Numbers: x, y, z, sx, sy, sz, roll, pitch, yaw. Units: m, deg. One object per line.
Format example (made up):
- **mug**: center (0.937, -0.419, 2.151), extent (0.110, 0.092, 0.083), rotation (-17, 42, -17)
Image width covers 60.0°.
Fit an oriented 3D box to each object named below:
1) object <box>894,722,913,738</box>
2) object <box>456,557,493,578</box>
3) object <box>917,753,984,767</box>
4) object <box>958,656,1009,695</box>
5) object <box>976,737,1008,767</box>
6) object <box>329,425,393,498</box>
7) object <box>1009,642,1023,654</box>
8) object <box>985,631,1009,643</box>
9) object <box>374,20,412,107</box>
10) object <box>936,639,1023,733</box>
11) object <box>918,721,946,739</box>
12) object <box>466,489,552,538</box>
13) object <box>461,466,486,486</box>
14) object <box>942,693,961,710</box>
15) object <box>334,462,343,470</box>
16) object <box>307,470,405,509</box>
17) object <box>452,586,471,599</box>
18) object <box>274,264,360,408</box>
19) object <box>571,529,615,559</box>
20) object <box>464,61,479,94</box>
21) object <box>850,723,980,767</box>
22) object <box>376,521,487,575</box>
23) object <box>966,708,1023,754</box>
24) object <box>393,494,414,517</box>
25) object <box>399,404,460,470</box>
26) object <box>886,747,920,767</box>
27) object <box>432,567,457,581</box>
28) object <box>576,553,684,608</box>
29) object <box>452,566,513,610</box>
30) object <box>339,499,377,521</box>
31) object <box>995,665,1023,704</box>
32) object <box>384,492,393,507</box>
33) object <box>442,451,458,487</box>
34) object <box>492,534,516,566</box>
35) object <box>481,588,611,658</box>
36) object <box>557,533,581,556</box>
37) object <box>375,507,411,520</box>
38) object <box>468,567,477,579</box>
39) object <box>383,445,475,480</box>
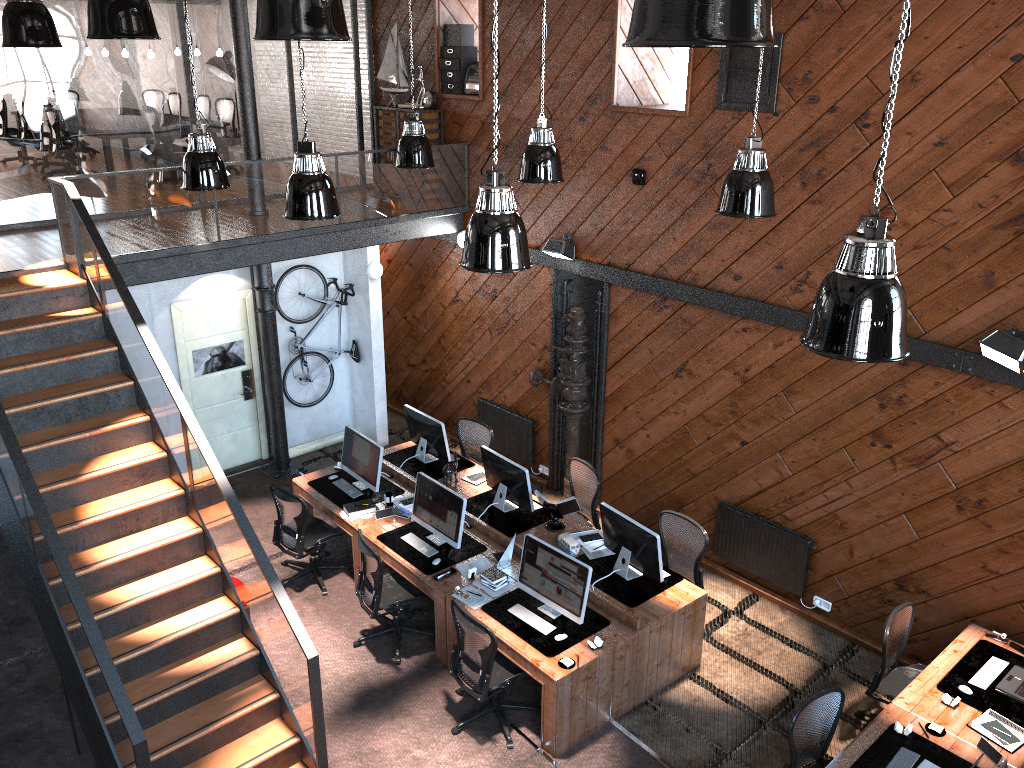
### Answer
- **object**: center (2.619, 2.307, 5.940), extent (0.106, 0.063, 0.082), rotation (12, 24, 28)
- **object**: center (-0.322, 1.613, 7.795), extent (0.315, 0.002, 0.246), rotation (-10, 23, -25)
- **object**: center (2.604, 2.369, 5.401), extent (0.380, 0.288, 0.320), rotation (-18, 28, -39)
- **object**: center (3.447, 2.130, 6.464), extent (0.577, 0.040, 0.139), rotation (-16, 26, -36)
- **object**: center (3.102, 2.409, 5.673), extent (0.129, 0.083, 0.347), rotation (3, 21, 6)
- **object**: center (-1.596, 0.805, 9.117), extent (0.692, 0.581, 0.586), rotation (2, 21, 5)
- **object**: center (3.865, 2.015, 6.769), extent (0.022, 0.042, 0.134), rotation (-10, 23, -25)
- **object**: center (3.774, 1.955, 6.895), extent (0.159, 0.064, 0.054), rotation (17, 27, 37)
- **object**: center (-1.458, -3.878, 10.757), extent (0.140, 0.989, 0.789), rotation (-18, 28, -39)
- **object**: center (3.577, 2.173, 6.402), extent (0.848, 0.008, 0.687), rotation (-18, 28, -39)
- **object**: center (2.845, 2.322, 5.974), extent (0.154, 0.026, 0.158), rotation (0, 21, 0)
- **object**: center (-0.052, 1.242, 8.757), extent (0.687, 0.008, 0.848), rotation (-17, 27, -38)
- **object**: center (-0.352, 0.967, 9.397), extent (0.229, 0.060, 0.316), rotation (18, 27, 37)
- **object**: center (3.073, 2.213, 6.212), extent (0.106, 0.063, 0.082), rotation (20, 28, 41)
- **object**: center (-1.862, 0.885, 9.574), extent (0.082, 0.063, 0.106), rotation (7, 22, 17)
- **object**: center (-1.617, 1.069, 9.178), extent (0.687, 0.008, 0.848), rotation (-17, 27, -38)
- **object**: center (-0.422, 1.732, 7.398), extent (0.159, 0.064, 0.054), rotation (15, 25, 33)
- **object**: center (-2.388, -0.613, 11.105), extent (0.655, 1.846, 1.022), rotation (9, 23, 21)
- **object**: center (0.753, 1.463, 8.160), extent (0.304, 0.017, 0.467), rotation (-7, 22, -18)
- **object**: center (-0.295, -3.552, 10.275), extent (0.384, 0.353, 0.365), rotation (-18, 28, -39)
- **object**: center (2.528, 2.496, 5.546), extent (0.848, 0.008, 0.687), rotation (-18, 28, -39)
- **object**: center (-0.743, 1.464, 8.169), extent (0.687, 0.008, 0.848), rotation (-17, 27, -38)
- **object**: center (3.264, 2.318, 5.951), extent (0.229, 0.060, 0.316), rotation (-13, 25, -32)
- **object**: center (-0.965, 1.203, 8.806), extent (0.304, 0.017, 0.467), rotation (-14, 25, -32)
- **object**: center (-0.898, 0.574, 9.721), extent (0.648, 0.576, 0.799), rotation (2, 21, 3)
- **object**: center (2.397, 2.462, 5.584), extent (0.577, 0.040, 0.139), rotation (-18, 28, -40)
- **object**: center (-0.582, 1.644, 7.673), extent (0.215, 0.031, 0.089), rotation (-18, 28, -39)
- **object**: center (0.964, 1.639, 7.743), extent (0.687, 0.008, 0.848), rotation (-17, 27, -38)
- **object**: center (-0.244, 1.693, 7.455), extent (0.478, 0.098, 0.319), rotation (-19, 28, -41)
- **object**: center (-1.513, 1.228, 8.686), extent (0.363, 0.065, 0.325), rotation (-6, 22, -16)
- **object**: center (3.705, 2.056, 6.309), extent (0.390, 0.283, 0.323), rotation (-18, 28, -39)
- **object**: center (-1.228, 1.141, 8.834), extent (0.078, 0.138, 0.099), rotation (-9, 23, -23)
- **object**: center (-0.630, 0.865, 9.254), extent (0.229, 0.351, 0.135), rotation (-19, 28, -41)
- **object**: center (-0.079, 1.435, 7.821), extent (0.165, 0.320, 0.178), rotation (-13, 25, -31)
- **object**: center (0.266, 1.863, 7.149), extent (0.687, 0.008, 0.848), rotation (-17, 27, -38)
- **object**: center (0.522, 1.461, 8.081), extent (0.128, 0.146, 0.253), rotation (-11, 24, -27)
- **object**: center (-1.157, 1.249, 8.611), extent (0.347, 0.083, 0.129), rotation (-1, 21, -3)
- **object**: center (-0.343, 1.630, 7.619), extent (0.076, 0.102, 0.034), rotation (-17, 27, -38)
- **object**: center (-0.919, 0.846, 9.772), extent (0.687, 0.008, 0.848), rotation (-17, 27, -38)
